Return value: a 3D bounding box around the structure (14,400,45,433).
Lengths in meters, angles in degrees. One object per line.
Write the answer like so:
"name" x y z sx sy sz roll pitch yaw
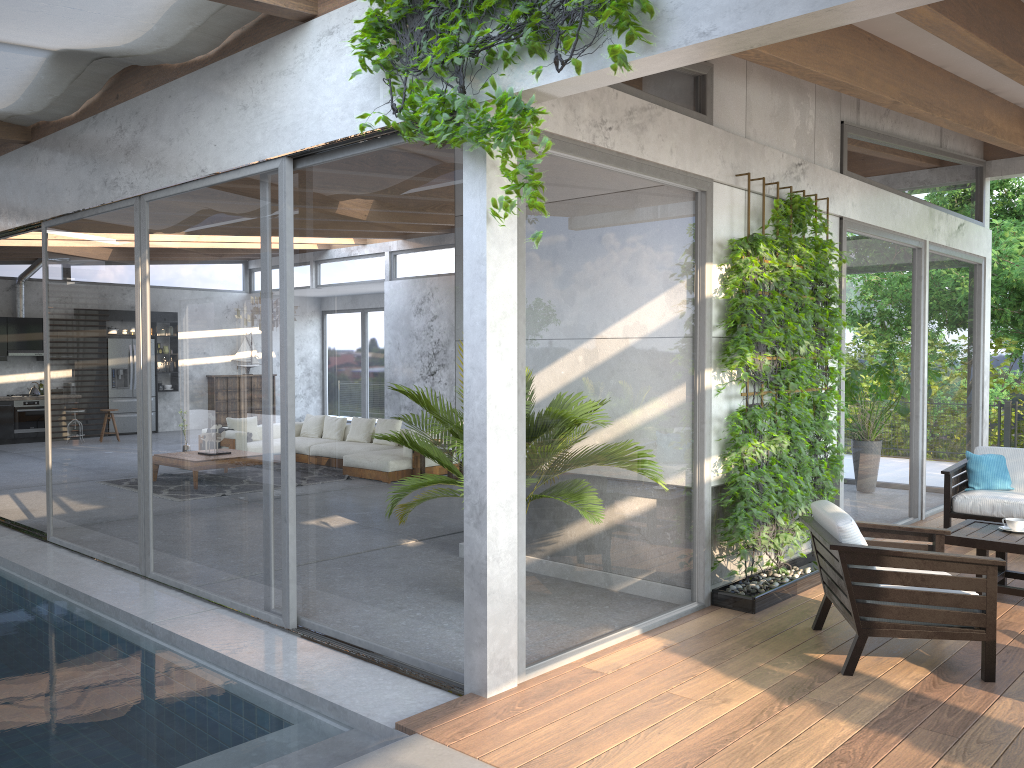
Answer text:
"structure" -8.972 0.583 16.384 0.584 0.588 0.587 2 3 42

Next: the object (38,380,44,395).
"object" -8.909 0.071 16.803 0.082 0.282 0.089 1 2 38

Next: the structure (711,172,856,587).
"structure" 1.901 -0.013 6.077 0.500 2.669 1.851 2 3 43

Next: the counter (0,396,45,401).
"counter" -9.658 0.279 15.652 0.607 0.061 3.805 2 3 42

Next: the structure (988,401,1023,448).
"structure" 5.017 1.002 8.528 15.587 3.022 31.708 0 2 -7

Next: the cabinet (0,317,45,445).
"cabinet" -8.969 -0.177 16.423 0.709 2.502 5.901 2 2 41

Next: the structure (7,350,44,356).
"structure" -9.067 -0.575 16.435 0.368 0.104 0.599 2 3 42

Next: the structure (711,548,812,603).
"structure" 1.081 1.083 7.033 2.203 0.595 2.012 2 3 42

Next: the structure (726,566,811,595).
"structure" 1.692 1.286 5.811 0.231 0.044 0.928 2 3 42

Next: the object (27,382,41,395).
"object" -8.858 0.076 16.447 0.222 0.235 0.222 1 2 32

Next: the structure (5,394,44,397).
"structure" -8.987 0.211 16.386 0.496 0.031 0.605 2 3 42

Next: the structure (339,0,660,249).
"structure" -0.247 -1.564 3.678 1.822 2.054 0.918 2 2 40

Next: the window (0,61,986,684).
"window" -3.926 -0.638 11.442 23.280 3.764 14.294 2 3 42
